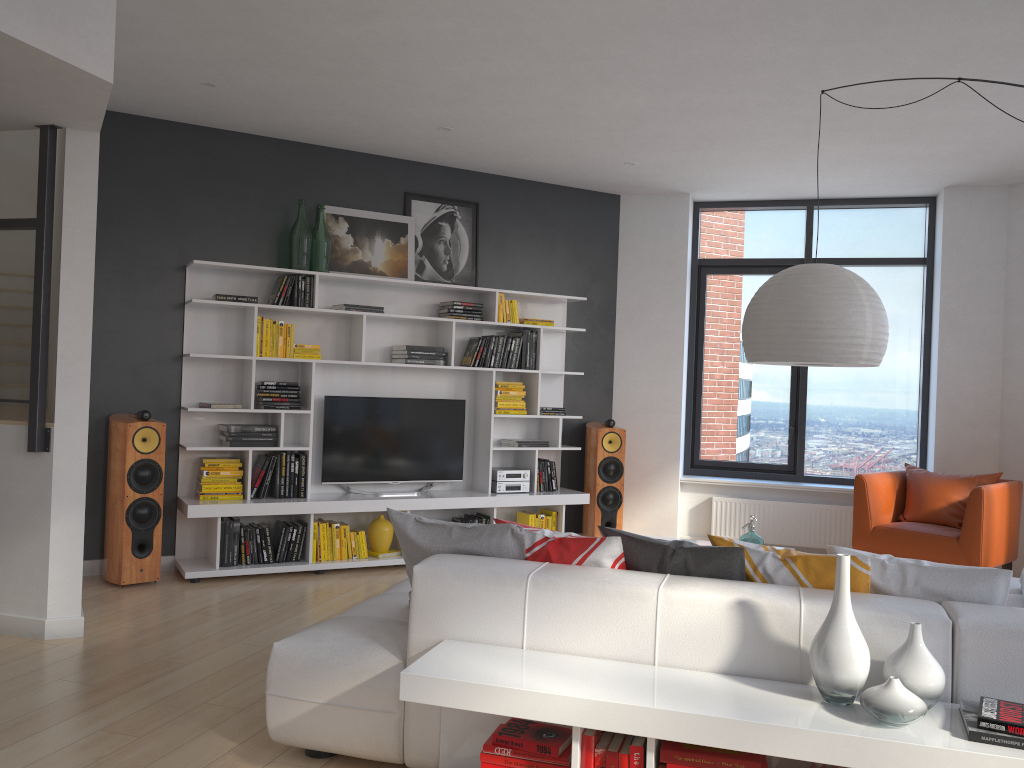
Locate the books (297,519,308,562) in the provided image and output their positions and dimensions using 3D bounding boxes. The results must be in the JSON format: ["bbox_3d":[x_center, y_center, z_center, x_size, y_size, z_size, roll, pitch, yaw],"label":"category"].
[{"bbox_3d":[-1.466,1.072,6.092,0.066,0.260,0.197,2,0,-28],"label":"books"}]

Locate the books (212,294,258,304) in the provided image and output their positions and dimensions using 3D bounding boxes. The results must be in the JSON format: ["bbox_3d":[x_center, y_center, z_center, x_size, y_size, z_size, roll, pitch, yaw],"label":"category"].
[{"bbox_3d":[-1.853,-0.561,5.926,0.268,0.046,0.208,2,0,-25],"label":"books"}]

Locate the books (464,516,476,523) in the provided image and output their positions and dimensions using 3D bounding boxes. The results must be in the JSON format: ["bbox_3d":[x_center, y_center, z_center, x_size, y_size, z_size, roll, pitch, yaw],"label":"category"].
[{"bbox_3d":[-0.338,1.127,6.665,0.069,0.242,0.172,2,0,-28],"label":"books"}]

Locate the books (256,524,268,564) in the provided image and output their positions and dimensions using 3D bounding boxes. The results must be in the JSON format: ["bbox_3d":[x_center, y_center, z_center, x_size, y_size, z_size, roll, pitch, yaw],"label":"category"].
[{"bbox_3d":[-1.685,1.072,5.950,0.066,0.242,0.177,2,0,-29],"label":"books"}]

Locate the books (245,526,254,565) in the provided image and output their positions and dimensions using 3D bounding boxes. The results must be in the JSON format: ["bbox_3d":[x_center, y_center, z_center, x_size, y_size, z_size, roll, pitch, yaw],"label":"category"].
[{"bbox_3d":[-1.759,1.073,5.916,0.049,0.236,0.170,2,0,-28],"label":"books"}]

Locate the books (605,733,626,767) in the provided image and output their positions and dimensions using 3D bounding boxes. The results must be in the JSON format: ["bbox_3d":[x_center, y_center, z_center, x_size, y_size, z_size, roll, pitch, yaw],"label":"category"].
[{"bbox_3d":[0.296,1.131,2.511,0.034,0.259,0.207,2,0,17],"label":"books"}]

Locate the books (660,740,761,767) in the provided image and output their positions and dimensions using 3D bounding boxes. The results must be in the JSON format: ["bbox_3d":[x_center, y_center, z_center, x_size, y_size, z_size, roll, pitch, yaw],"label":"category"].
[{"bbox_3d":[0.546,0.999,2.439,0.259,0.034,0.206,2,0,14],"label":"books"}]

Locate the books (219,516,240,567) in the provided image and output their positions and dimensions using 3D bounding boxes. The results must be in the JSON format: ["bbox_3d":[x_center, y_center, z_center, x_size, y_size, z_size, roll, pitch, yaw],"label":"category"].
[{"bbox_3d":[-1.893,1.029,5.860,0.128,0.321,0.259,2,0,-28],"label":"books"}]

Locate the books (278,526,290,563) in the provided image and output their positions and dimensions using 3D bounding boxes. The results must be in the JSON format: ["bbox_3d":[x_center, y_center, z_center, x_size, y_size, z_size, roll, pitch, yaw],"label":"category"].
[{"bbox_3d":[-1.563,1.078,6.012,0.069,0.242,0.172,2,0,-28],"label":"books"}]

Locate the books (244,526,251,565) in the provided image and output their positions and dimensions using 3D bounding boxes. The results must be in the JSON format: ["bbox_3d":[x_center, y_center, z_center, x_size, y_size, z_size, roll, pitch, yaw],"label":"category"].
[{"bbox_3d":[-1.783,1.071,5.910,0.053,0.240,0.189,2,0,-28],"label":"books"}]

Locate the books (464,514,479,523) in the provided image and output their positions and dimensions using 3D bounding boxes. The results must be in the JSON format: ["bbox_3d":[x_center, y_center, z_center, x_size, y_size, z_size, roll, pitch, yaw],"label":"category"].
[{"bbox_3d":[-0.330,1.120,6.699,0.075,0.254,0.192,2,0,-29],"label":"books"}]

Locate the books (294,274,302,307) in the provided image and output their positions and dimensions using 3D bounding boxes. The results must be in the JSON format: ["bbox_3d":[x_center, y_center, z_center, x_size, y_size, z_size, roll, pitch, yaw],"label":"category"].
[{"bbox_3d":[-1.491,-0.637,6.137,0.025,0.232,0.176,2,0,-28],"label":"books"}]

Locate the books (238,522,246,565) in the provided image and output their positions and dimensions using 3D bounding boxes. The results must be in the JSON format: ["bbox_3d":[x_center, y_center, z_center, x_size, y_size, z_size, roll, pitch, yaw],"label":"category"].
[{"bbox_3d":[-1.812,1.054,5.898,0.053,0.268,0.202,2,0,-29],"label":"books"}]

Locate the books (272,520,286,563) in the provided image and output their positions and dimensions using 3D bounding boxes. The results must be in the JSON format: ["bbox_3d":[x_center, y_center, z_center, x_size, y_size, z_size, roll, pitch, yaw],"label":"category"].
[{"bbox_3d":[-1.595,1.067,6.026,0.066,0.260,0.197,2,0,-28],"label":"books"}]

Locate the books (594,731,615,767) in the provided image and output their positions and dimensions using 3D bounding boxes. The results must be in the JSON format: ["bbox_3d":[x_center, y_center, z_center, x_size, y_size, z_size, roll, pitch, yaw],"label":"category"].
[{"bbox_3d":[0.264,1.130,2.520,0.031,0.255,0.181,2,0,17],"label":"books"}]

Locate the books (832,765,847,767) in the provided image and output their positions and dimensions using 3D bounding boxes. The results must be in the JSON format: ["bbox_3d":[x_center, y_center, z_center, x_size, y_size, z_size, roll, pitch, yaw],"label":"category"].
[{"bbox_3d":[0.847,1.142,2.319,0.046,0.282,0.199,2,0,17],"label":"books"}]

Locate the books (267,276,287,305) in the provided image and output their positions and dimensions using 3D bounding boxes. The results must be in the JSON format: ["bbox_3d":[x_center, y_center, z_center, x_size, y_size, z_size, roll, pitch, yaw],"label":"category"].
[{"bbox_3d":[-1.609,-0.634,6.074,0.096,0.213,0.166,2,0,-30],"label":"books"}]

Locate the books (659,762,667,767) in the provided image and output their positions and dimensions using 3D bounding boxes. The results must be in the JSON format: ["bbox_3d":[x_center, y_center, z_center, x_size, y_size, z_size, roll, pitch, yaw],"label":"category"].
[{"bbox_3d":[0.542,1.054,2.438,0.257,0.025,0.182,2,0,17],"label":"books"}]

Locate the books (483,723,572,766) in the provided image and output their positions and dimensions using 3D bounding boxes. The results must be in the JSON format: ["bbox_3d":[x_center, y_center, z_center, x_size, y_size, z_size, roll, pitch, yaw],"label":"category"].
[{"bbox_3d":[0.061,1.068,2.629,0.254,0.025,0.178,2,0,16],"label":"books"}]

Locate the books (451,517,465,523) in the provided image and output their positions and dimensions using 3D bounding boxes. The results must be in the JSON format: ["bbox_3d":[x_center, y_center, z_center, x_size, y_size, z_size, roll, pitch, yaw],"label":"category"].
[{"bbox_3d":[-0.436,1.126,6.637,0.104,0.234,0.182,2,0,-28],"label":"books"}]

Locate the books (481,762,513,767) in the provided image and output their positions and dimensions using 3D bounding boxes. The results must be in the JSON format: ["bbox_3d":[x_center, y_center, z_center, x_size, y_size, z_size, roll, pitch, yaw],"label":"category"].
[{"bbox_3d":[0.061,1.121,2.642,0.261,0.028,0.191,2,0,16],"label":"books"}]

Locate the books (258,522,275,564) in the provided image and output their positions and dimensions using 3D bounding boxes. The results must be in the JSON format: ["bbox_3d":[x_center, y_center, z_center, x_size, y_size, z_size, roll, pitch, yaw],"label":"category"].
[{"bbox_3d":[-1.657,1.069,5.970,0.083,0.249,0.191,2,0,-28],"label":"books"}]

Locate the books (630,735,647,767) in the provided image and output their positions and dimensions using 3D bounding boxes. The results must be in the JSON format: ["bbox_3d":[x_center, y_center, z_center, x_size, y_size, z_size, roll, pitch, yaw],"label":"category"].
[{"bbox_3d":[0.365,1.117,2.486,0.049,0.291,0.214,2,0,17],"label":"books"}]

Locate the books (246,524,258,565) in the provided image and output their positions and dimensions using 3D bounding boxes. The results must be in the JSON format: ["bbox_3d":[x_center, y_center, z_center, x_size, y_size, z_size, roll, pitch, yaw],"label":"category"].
[{"bbox_3d":[-1.735,1.070,5.919,0.050,0.242,0.169,2,0,-29],"label":"books"}]

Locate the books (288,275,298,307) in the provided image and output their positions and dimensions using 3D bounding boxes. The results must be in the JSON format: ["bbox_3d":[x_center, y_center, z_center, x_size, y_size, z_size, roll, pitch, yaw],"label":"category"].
[{"bbox_3d":[-1.511,-0.632,6.121,0.021,0.221,0.156,2,0,-28],"label":"books"}]

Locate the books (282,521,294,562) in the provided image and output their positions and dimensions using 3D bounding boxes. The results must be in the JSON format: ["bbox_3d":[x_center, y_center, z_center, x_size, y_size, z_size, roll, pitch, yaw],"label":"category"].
[{"bbox_3d":[-1.553,1.071,6.046,0.075,0.254,0.192,2,0,-29],"label":"books"}]

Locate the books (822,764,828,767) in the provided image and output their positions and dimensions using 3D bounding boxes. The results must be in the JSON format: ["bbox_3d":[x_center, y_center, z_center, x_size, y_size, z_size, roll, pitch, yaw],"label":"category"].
[{"bbox_3d":[0.786,1.155,2.337,0.115,0.245,0.192,2,0,17],"label":"books"}]

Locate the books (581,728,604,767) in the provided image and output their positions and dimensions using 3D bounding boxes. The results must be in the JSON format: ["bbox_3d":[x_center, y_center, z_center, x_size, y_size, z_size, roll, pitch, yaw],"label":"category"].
[{"bbox_3d":[0.231,1.112,2.527,0.036,0.294,0.208,2,0,17],"label":"books"}]

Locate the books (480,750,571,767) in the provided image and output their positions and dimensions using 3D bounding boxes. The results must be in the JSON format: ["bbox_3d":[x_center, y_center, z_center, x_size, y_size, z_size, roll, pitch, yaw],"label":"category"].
[{"bbox_3d":[0.061,1.094,2.626,0.269,0.028,0.179,2,0,18],"label":"books"}]

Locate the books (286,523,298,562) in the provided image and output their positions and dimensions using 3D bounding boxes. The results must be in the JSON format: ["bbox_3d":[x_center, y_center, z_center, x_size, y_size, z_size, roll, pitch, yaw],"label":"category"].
[{"bbox_3d":[-1.524,1.077,6.047,0.071,0.243,0.179,2,0,-29],"label":"books"}]

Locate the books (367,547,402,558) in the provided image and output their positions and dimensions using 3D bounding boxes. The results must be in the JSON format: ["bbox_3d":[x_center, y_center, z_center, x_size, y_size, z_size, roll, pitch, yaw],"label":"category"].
[{"bbox_3d":[-0.952,1.207,6.375,0.204,0.029,0.270,2,0,-43],"label":"books"}]

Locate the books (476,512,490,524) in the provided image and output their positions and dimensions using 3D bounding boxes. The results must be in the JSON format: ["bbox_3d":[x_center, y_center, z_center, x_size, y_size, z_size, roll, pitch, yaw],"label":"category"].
[{"bbox_3d":[-0.243,1.121,6.745,0.066,0.260,0.197,2,0,-28],"label":"books"}]

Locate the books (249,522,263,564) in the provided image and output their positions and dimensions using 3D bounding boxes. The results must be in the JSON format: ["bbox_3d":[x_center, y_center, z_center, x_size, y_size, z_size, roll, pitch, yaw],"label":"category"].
[{"bbox_3d":[-1.715,1.065,5.943,0.066,0.255,0.193,2,0,-29],"label":"books"}]

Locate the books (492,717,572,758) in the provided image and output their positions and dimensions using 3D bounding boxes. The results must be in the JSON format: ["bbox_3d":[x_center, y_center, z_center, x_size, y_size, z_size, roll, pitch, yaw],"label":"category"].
[{"bbox_3d":[0.066,1.042,2.618,0.206,0.029,0.152,2,0,23],"label":"books"}]

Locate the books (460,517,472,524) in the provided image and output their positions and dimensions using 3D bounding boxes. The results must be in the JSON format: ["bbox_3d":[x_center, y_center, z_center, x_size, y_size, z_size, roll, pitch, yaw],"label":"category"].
[{"bbox_3d":[-0.375,1.129,6.660,0.081,0.233,0.169,2,0,-29],"label":"books"}]

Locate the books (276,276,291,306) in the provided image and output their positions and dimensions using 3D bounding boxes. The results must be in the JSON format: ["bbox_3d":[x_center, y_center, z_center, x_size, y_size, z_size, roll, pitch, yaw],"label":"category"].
[{"bbox_3d":[-1.584,-0.632,6.094,0.087,0.214,0.171,2,0,-28],"label":"books"}]

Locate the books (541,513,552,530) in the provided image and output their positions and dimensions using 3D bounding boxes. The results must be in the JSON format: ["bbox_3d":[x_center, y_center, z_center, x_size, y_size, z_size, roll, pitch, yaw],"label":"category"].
[{"bbox_3d":[0.258,1.152,7.013,0.024,0.234,0.172,2,0,-28],"label":"books"}]

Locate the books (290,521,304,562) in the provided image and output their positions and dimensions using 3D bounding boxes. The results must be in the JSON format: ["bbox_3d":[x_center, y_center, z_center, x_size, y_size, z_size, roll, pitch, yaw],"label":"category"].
[{"bbox_3d":[-1.496,1.076,6.075,0.084,0.249,0.191,2,0,-28],"label":"books"}]

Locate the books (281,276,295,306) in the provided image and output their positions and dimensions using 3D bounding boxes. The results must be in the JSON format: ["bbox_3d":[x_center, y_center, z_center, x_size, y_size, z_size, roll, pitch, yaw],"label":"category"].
[{"bbox_3d":[-1.553,-0.631,6.097,0.074,0.212,0.154,2,0,-29],"label":"books"}]

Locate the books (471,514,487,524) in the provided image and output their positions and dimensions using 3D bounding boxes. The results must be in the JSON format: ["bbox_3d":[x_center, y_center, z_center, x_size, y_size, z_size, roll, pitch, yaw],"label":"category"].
[{"bbox_3d":[-0.273,1.124,6.728,0.084,0.249,0.191,2,0,-28],"label":"books"}]

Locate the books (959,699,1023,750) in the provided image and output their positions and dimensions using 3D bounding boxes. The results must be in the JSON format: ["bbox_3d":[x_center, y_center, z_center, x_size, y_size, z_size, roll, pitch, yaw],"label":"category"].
[{"bbox_3d":[1.297,0.864,2.218,0.300,0.026,0.245,2,0,22],"label":"books"}]

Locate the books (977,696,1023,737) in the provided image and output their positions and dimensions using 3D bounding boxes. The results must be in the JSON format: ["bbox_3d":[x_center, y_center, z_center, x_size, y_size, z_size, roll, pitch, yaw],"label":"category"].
[{"bbox_3d":[1.290,0.837,2.195,0.238,0.027,0.188,2,0,30],"label":"books"}]

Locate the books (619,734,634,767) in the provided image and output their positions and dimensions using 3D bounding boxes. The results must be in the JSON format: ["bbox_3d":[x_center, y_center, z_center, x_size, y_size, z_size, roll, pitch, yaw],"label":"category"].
[{"bbox_3d":[0.330,1.131,2.490,0.042,0.259,0.195,2,0,17],"label":"books"}]

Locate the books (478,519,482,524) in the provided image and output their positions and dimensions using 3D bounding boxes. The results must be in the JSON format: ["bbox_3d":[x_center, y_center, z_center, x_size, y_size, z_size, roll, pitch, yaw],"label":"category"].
[{"bbox_3d":[-0.304,1.128,6.706,0.068,0.243,0.179,2,0,-30],"label":"books"}]

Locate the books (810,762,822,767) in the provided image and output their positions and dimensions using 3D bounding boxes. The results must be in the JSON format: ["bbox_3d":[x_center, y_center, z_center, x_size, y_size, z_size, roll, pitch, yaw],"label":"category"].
[{"bbox_3d":[0.748,1.153,2.356,0.144,0.247,0.188,2,0,17],"label":"books"}]

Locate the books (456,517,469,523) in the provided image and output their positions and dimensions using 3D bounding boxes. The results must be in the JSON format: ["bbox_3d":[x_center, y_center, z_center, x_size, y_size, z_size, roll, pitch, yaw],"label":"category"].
[{"bbox_3d":[-0.409,1.128,6.657,0.096,0.234,0.187,2,0,-28],"label":"books"}]

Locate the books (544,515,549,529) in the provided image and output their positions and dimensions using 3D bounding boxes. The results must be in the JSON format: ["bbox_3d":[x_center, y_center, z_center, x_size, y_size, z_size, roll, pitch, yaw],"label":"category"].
[{"bbox_3d":[0.236,1.151,6.998,0.024,0.234,0.172,2,0,-28],"label":"books"}]

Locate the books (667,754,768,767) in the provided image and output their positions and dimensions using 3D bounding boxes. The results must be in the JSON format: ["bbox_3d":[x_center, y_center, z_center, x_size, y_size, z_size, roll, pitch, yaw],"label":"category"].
[{"bbox_3d":[0.559,1.030,2.425,0.266,0.026,0.187,2,0,11],"label":"books"}]
